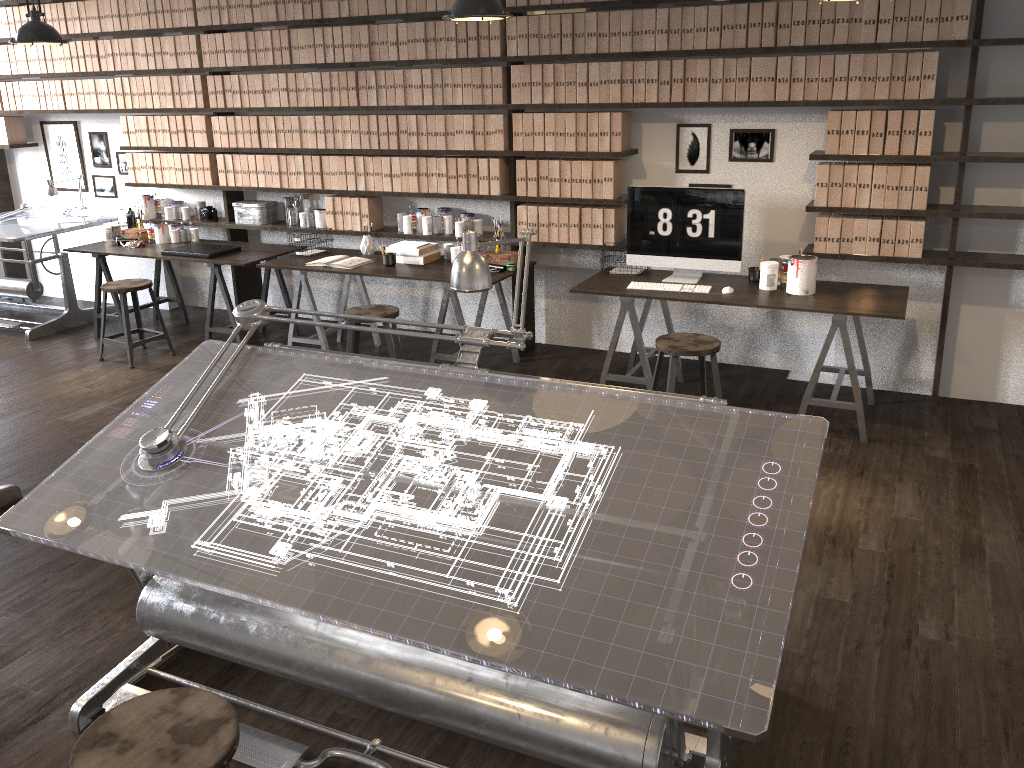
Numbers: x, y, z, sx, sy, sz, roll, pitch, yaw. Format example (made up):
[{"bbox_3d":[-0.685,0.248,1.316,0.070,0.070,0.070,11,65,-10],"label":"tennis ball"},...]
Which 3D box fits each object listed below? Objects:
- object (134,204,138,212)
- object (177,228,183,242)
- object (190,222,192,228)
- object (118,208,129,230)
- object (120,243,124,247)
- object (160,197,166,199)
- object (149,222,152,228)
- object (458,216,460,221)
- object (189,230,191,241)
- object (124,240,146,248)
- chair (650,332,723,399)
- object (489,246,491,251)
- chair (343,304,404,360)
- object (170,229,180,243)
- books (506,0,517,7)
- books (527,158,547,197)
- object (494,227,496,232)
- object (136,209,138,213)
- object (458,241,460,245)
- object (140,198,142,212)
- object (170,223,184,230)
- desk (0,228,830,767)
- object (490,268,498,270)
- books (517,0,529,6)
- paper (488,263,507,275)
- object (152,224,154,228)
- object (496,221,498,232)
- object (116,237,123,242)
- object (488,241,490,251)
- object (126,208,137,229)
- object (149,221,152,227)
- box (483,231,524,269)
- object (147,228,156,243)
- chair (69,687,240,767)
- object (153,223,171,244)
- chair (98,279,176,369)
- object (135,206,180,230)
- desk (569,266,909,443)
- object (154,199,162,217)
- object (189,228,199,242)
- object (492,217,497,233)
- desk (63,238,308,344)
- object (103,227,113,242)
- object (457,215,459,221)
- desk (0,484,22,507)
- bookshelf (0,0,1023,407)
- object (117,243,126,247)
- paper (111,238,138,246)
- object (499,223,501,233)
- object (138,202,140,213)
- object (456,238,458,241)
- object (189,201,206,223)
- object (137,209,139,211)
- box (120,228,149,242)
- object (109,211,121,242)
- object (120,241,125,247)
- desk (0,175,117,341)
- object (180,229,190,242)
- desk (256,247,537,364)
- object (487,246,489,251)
[{"bbox_3d":[-2.775,-1.245,6.598,0.071,0.184,0.008,7,18,25],"label":"object"},{"bbox_3d":[-2.454,-1.107,6.569,0.045,0.099,0.045,6,19,24],"label":"object"},{"bbox_3d":[-2.392,-1.137,6.596,0.030,0.131,0.004,5,18,20],"label":"object"},{"bbox_3d":[-2.933,-1.205,6.678,0.069,0.234,0.069,5,18,21],"label":"object"},{"bbox_3d":[-2.852,-1.018,6.477,0.005,0.005,0.159,-11,21,-29],"label":"object"},{"bbox_3d":[-2.736,-1.405,6.996,0.070,0.128,0.071,-7,18,-17],"label":"object"},{"bbox_3d":[-2.678,-1.139,6.598,0.040,0.128,0.005,7,18,26],"label":"object"},{"bbox_3d":[-0.338,-1.038,5.759,0.005,0.117,0.036,5,18,21],"label":"object"},{"bbox_3d":[-2.411,-1.112,6.615,0.054,0.079,0.054,7,19,25],"label":"object"},{"bbox_3d":[-2.741,-1.023,6.426,0.133,0.050,0.199,-14,23,-33],"label":"object"},{"bbox_3d":[0.862,0.041,4.380,0.358,0.520,0.377,-3,17,-6],"label":"chair"},{"bbox_3d":[-0.144,-0.814,5.483,0.041,0.123,0.005,5,18,21],"label":"object"},{"bbox_3d":[-0.793,-0.165,5.097,0.371,0.520,0.363,-2,17,-1],"label":"chair"},{"bbox_3d":[-2.480,-1.087,6.515,0.062,0.093,0.062,-9,19,-23],"label":"object"},{"bbox_3d":[0.028,-2.324,5.195,0.067,0.222,0.177,6,19,24],"label":"books"},{"bbox_3d":[0.158,-1.270,5.449,0.067,0.222,0.177,6,19,24],"label":"books"},{"bbox_3d":[-0.089,-0.880,5.382,0.038,0.151,0.008,-6,17,-15],"label":"object"},{"bbox_3d":[-2.774,-1.229,6.591,0.005,0.151,0.037,5,18,20],"label":"object"},{"bbox_3d":[-0.328,-0.867,5.685,0.035,0.101,0.004,9,19,31],"label":"object"},{"bbox_3d":[-2.760,-1.267,6.599,0.007,0.225,0.021,10,20,35],"label":"object"},{"bbox_3d":[-2.497,-1.135,6.618,0.095,0.126,0.095,8,20,28],"label":"object"},{"bbox_3d":[-0.263,0.278,2.446,2.073,1.367,1.090,7,19,24],"label":"desk"},{"bbox_3d":[-0.165,-0.673,5.261,0.171,0.017,0.012,-4,17,-6],"label":"object"},{"bbox_3d":[0.093,-2.314,5.160,0.067,0.222,0.177,6,19,24],"label":"books"},{"bbox_3d":[-0.132,-0.687,5.276,0.156,0.038,0.139,14,24,37],"label":"paper"},{"bbox_3d":[-2.670,-1.142,6.619,0.041,0.123,0.005,8,19,28],"label":"object"},{"bbox_3d":[-0.082,-0.900,5.397,0.006,0.179,0.054,-8,18,-21],"label":"object"},{"bbox_3d":[-2.926,-1.074,6.599,0.049,0.037,0.050,6,19,21],"label":"object"},{"bbox_3d":[-0.144,-0.811,5.464,0.033,0.145,0.005,6,18,24],"label":"object"},{"bbox_3d":[-2.897,-1.228,6.752,0.069,0.226,0.069,5,18,21],"label":"object"},{"bbox_3d":[-2.684,-1.141,6.607,0.033,0.145,0.005,7,18,25],"label":"object"},{"bbox_3d":[-0.055,-0.816,5.379,0.212,0.204,0.139,7,19,24],"label":"box"},{"bbox_3d":[-2.662,-1.096,6.540,0.050,0.110,0.049,5,18,21],"label":"object"},{"bbox_3d":[-0.701,0.953,1.834,0.360,0.520,0.375,-14,21,-35],"label":"chair"},{"bbox_3d":[-2.586,-1.114,6.543,0.105,0.140,0.105,4,18,17],"label":"object"},{"bbox_3d":[-2.556,-0.419,5.963,0.373,0.520,0.362,10,20,32],"label":"chair"},{"bbox_3d":[-2.667,-1.255,6.691,0.347,0.144,0.077,-18,23,-40],"label":"object"},{"bbox_3d":[1.211,-0.195,4.822,1.672,0.660,0.664,7,20,24],"label":"desk"},{"bbox_3d":[-2.749,-1.366,6.882,0.050,0.137,0.051,5,18,22],"label":"object"},{"bbox_3d":[-2.349,-1.103,6.553,0.062,0.093,0.062,-6,18,-15],"label":"object"},{"bbox_3d":[-0.094,-0.907,5.385,0.055,0.211,0.007,9,19,31],"label":"object"},{"bbox_3d":[-2.334,-0.657,6.417,1.672,0.660,0.664,7,20,24],"label":"desk"},{"bbox_3d":[-3.030,-1.125,6.651,0.068,0.103,0.069,8,20,28],"label":"object"},{"bbox_3d":[-0.345,-1.035,5.754,0.004,0.133,0.030,5,18,20],"label":"object"},{"bbox_3d":[-3.306,-0.118,3.815,2.285,1.367,1.090,7,19,24],"label":"desk"},{"bbox_3d":[-0.716,-1.135,6.021,9.196,3.162,0.378,7,19,24],"label":"bookshelf"},{"bbox_3d":[-2.841,-1.017,6.460,0.006,0.006,0.159,0,19,4],"label":"object"},{"bbox_3d":[-2.851,-1.041,6.499,0.155,0.038,0.139,2,19,10],"label":"paper"},{"bbox_3d":[-0.078,-0.893,5.379,0.008,0.183,0.072,-8,18,-21],"label":"object"},{"bbox_3d":[-2.766,-1.252,6.579,0.007,0.211,0.055,-10,19,-28],"label":"object"},{"bbox_3d":[-0.342,-0.871,5.674,0.030,0.131,0.004,8,19,29],"label":"object"},{"bbox_3d":[-2.372,-1.291,6.703,0.107,0.159,0.239,-4,18,-9],"label":"object"},{"bbox_3d":[-2.775,-1.230,6.611,0.033,0.145,0.005,7,18,25],"label":"object"},{"bbox_3d":[-2.801,-1.115,6.632,0.212,0.082,0.139,7,20,24],"label":"box"},{"bbox_3d":[-2.963,-1.180,6.617,0.069,0.226,0.069,5,18,21],"label":"object"},{"bbox_3d":[-2.844,-1.022,6.466,0.011,0.017,0.173,-12,22,-31],"label":"object"},{"bbox_3d":[-3.836,-1.047,6.997,1.271,1.082,1.084,7,19,24],"label":"desk"},{"bbox_3d":[-2.412,-1.094,6.531,0.062,0.092,0.064,-6,18,-15],"label":"object"},{"bbox_3d":[-0.733,-0.448,5.696,1.672,0.660,0.664,7,20,24],"label":"desk"},{"bbox_3d":[-0.154,-0.811,5.463,0.040,0.128,0.005,6,18,23],"label":"object"}]
